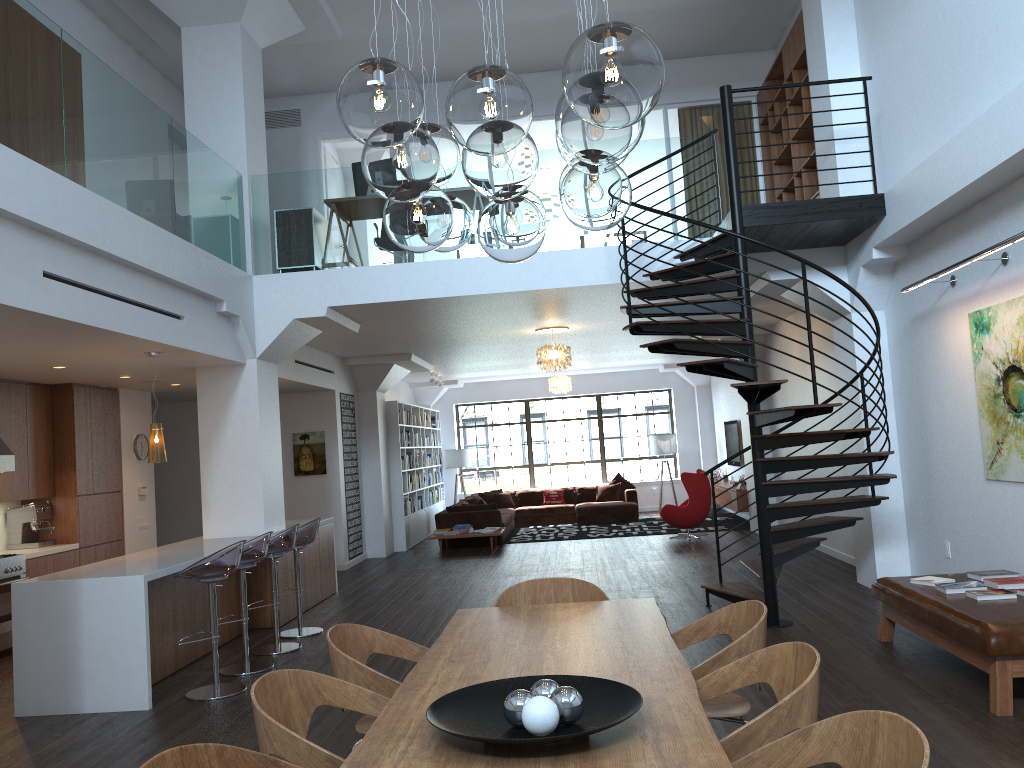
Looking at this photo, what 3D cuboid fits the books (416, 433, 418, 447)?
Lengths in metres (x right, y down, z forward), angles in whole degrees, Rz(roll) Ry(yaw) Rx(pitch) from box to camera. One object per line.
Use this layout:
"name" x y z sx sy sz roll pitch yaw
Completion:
"books" -1.799 1.016 16.008 0.170 0.245 0.057 -4 -4 4

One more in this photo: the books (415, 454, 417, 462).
"books" -1.791 1.376 15.802 0.183 0.253 0.042 -4 -4 4

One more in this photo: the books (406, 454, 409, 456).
"books" -1.849 1.333 15.149 0.182 0.253 0.034 -4 -4 4

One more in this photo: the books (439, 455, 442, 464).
"books" -1.584 1.586 18.610 0.182 0.215 0.188 -4 -4 4

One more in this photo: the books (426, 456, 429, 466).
"books" -1.685 1.487 17.089 0.140 0.206 0.042 -4 -4 4

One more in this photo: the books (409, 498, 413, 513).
"books" -1.785 2.078 15.115 0.180 0.259 0.042 -4 -4 4

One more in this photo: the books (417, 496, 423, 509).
"books" -1.703 2.163 16.181 0.140 0.231 0.042 -4 -4 4

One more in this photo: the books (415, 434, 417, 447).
"books" -1.800 1.020 15.912 0.161 0.223 0.026 -4 -4 4

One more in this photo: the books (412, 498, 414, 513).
"books" -1.773 2.086 15.201 0.183 0.253 0.042 -4 -4 4

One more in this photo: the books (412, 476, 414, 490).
"books" -1.792 1.714 15.289 0.183 0.253 0.034 -4 -4 4

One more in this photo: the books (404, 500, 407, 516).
"books" -1.825 2.041 14.524 0.183 0.253 0.042 -4 -4 4

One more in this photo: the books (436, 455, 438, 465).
"books" -1.612 1.562 18.194 0.161 0.207 0.135 -4 -4 3

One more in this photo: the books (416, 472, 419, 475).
"books" -1.750 1.741 15.960 0.176 0.290 0.036 -4 -4 3

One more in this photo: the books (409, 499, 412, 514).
"books" -1.794 2.069 14.963 0.183 0.253 0.042 -4 -4 4

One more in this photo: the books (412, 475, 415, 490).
"books" -1.783 1.722 15.424 0.183 0.253 0.034 -4 -4 4

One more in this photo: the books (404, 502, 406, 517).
"books" -1.822 2.039 14.411 0.174 0.240 0.054 -4 -4 4

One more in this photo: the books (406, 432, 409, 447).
"books" -1.867 0.958 15.193 0.183 0.253 0.042 -4 -4 4

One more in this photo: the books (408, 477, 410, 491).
"books" -1.820 1.696 14.965 0.171 0.246 0.057 -4 -4 4

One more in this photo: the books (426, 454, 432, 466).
"books" -1.658 1.499 17.458 0.140 0.231 0.042 -4 -4 4

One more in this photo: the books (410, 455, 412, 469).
"books" -1.815 1.347 15.281 0.174 0.239 0.045 -4 -4 4

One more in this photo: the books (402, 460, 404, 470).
"books" -1.846 1.335 14.573 0.120 0.167 0.020 -4 -4 4

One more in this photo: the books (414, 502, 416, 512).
"books" -1.755 2.119 15.345 0.161 0.207 0.135 -4 -4 3

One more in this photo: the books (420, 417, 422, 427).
"books" -1.780 0.704 16.582 0.161 0.207 0.130 -4 -4 3

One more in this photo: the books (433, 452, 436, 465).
"books" -1.643 1.521 17.964 0.180 0.259 0.042 -4 -4 4

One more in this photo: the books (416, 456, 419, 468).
"books" -1.770 1.408 15.919 0.161 0.207 0.135 -4 -4 3

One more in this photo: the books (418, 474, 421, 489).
"books" -1.742 1.756 15.924 0.183 0.253 0.034 -4 -4 3

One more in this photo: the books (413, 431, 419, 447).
"books" -1.794 1.003 16.137 0.176 0.290 0.053 -4 -4 4

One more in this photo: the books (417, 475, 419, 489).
"books" -1.755 1.746 15.763 0.183 0.253 0.034 -4 -4 3

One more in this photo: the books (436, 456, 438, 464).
"books" -1.625 1.545 18.139 0.174 0.236 0.142 -4 -4 3

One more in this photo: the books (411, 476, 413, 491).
"books" -1.799 1.712 15.256 0.183 0.253 0.034 -4 -4 4

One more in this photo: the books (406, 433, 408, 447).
"books" -1.868 0.956 15.119 0.171 0.246 0.039 -4 -4 4

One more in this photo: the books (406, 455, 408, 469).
"books" -1.842 1.324 14.933 0.174 0.239 0.045 -4 -4 4

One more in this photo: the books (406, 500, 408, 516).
"books" -1.818 2.047 14.606 0.180 0.251 0.048 -4 -4 4

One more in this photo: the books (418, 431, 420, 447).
"books" -1.794 1.010 16.197 0.197 0.283 0.065 -4 -4 4

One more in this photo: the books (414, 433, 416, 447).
"books" -1.808 0.998 15.811 0.182 0.253 0.034 -4 -4 4

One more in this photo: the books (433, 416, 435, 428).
"books" -1.682 0.787 18.169 0.183 0.253 0.042 -4 -4 4

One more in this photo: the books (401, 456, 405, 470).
"books" -1.853 1.309 14.661 0.140 0.231 0.042 -4 -4 4

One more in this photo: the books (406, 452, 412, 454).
"books" -1.814 1.332 15.418 0.176 0.294 0.102 -4 -4 4

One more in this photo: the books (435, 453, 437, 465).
"books" -1.631 1.529 18.050 0.183 0.253 0.042 -4 -4 4

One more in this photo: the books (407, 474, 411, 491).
"books" -1.818 1.679 15.050 0.176 0.290 0.053 -4 -4 4

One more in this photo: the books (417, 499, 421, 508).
"books" -1.712 2.168 15.954 0.139 0.191 0.036 -4 -4 4

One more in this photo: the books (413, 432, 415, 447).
"books" -1.814 0.986 15.638 0.182 0.253 0.034 -4 -4 4

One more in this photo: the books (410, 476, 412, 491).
"books" -1.802 1.709 15.173 0.171 0.246 0.057 -4 -4 4

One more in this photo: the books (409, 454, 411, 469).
"books" -1.824 1.334 15.181 0.182 0.253 0.034 -4 -4 4

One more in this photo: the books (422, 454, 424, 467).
"books" -1.735 1.422 16.466 0.174 0.251 0.051 -4 -4 4

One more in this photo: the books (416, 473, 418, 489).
"books" -1.766 1.722 15.689 0.176 0.290 0.053 -4 -4 3
